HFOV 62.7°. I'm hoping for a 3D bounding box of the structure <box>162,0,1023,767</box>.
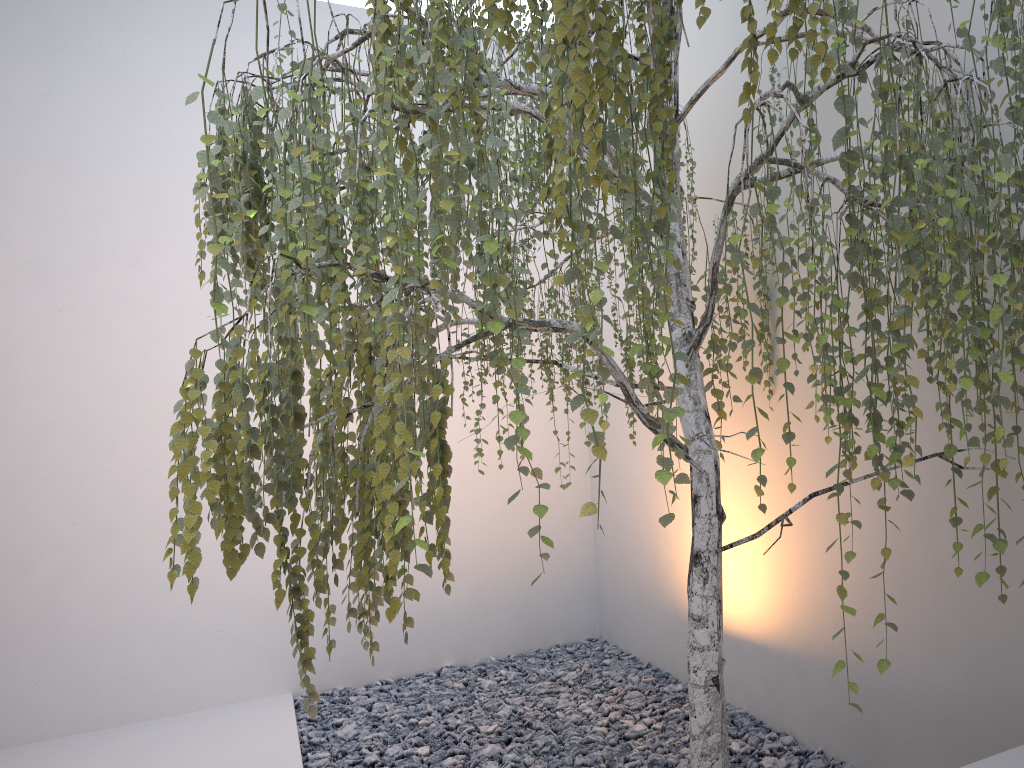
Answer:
[{"bbox_3d":[0.147,-0.743,2.076,1.995,3.995,2.129,-4,0,-26],"label":"structure"}]
